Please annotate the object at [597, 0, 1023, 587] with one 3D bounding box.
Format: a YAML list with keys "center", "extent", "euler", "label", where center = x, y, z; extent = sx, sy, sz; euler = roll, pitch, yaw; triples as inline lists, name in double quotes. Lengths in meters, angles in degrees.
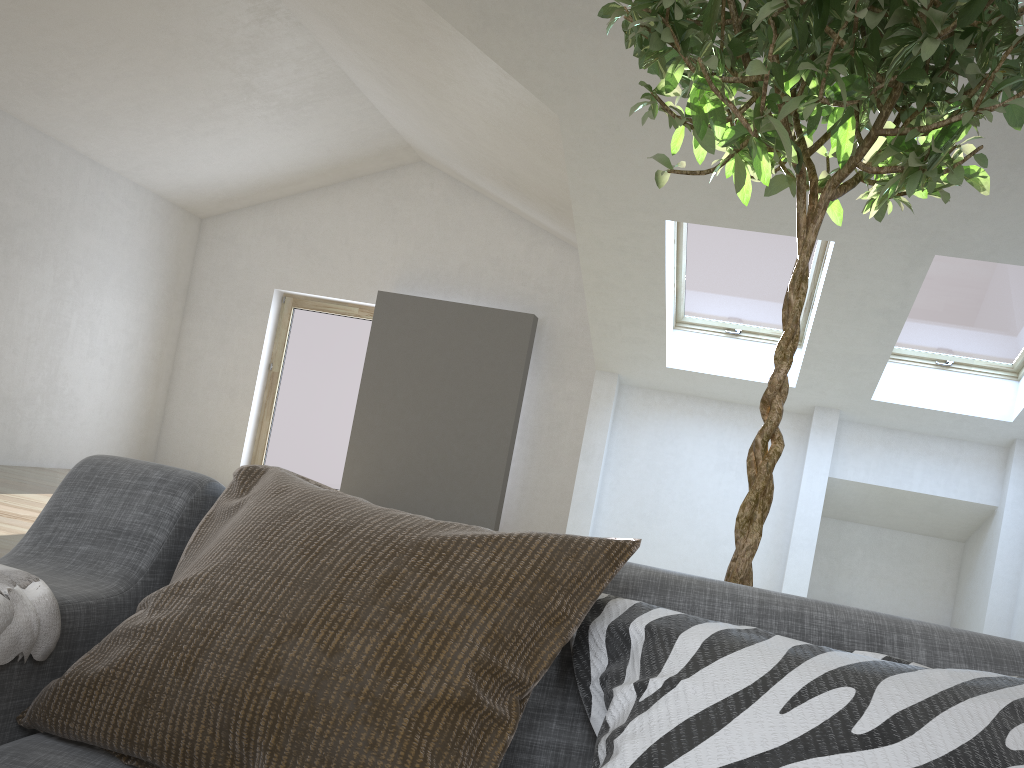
- center: [0.436, -0.027, 1.465]
  extent: [0.824, 2.015, 0.791]
  euler: [11, -2, -9]
  label: "object"

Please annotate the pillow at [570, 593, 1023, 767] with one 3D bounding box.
- center: [0.283, 0.389, 0.839]
  extent: [0.570, 0.283, 0.353]
  euler: [10, -4, 12]
  label: "pillow"

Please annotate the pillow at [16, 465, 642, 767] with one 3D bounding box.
- center: [-0.207, 0.279, 0.979]
  extent: [0.582, 0.337, 0.307]
  euler: [9, -3, 21]
  label: "pillow"

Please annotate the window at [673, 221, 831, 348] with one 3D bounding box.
- center: [1.709, -0.756, 6.521]
  extent: [1.496, 0.727, 1.878]
  euler: [10, -5, 13]
  label: "window"

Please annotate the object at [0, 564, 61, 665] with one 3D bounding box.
- center: [-0.706, 0.349, 0.766]
  extent: [0.362, 0.418, 0.476]
  euler: [10, -4, 16]
  label: "object"

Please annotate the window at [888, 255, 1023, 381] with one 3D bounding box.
- center: [3.272, -0.493, 6.223]
  extent: [1.496, 0.727, 1.878]
  euler: [10, -5, 13]
  label: "window"

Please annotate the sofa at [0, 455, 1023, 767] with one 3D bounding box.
- center: [0.448, 0.581, 0.666]
  extent: [2.503, 0.682, 1.010]
  euler: [10, -4, 11]
  label: "sofa"
